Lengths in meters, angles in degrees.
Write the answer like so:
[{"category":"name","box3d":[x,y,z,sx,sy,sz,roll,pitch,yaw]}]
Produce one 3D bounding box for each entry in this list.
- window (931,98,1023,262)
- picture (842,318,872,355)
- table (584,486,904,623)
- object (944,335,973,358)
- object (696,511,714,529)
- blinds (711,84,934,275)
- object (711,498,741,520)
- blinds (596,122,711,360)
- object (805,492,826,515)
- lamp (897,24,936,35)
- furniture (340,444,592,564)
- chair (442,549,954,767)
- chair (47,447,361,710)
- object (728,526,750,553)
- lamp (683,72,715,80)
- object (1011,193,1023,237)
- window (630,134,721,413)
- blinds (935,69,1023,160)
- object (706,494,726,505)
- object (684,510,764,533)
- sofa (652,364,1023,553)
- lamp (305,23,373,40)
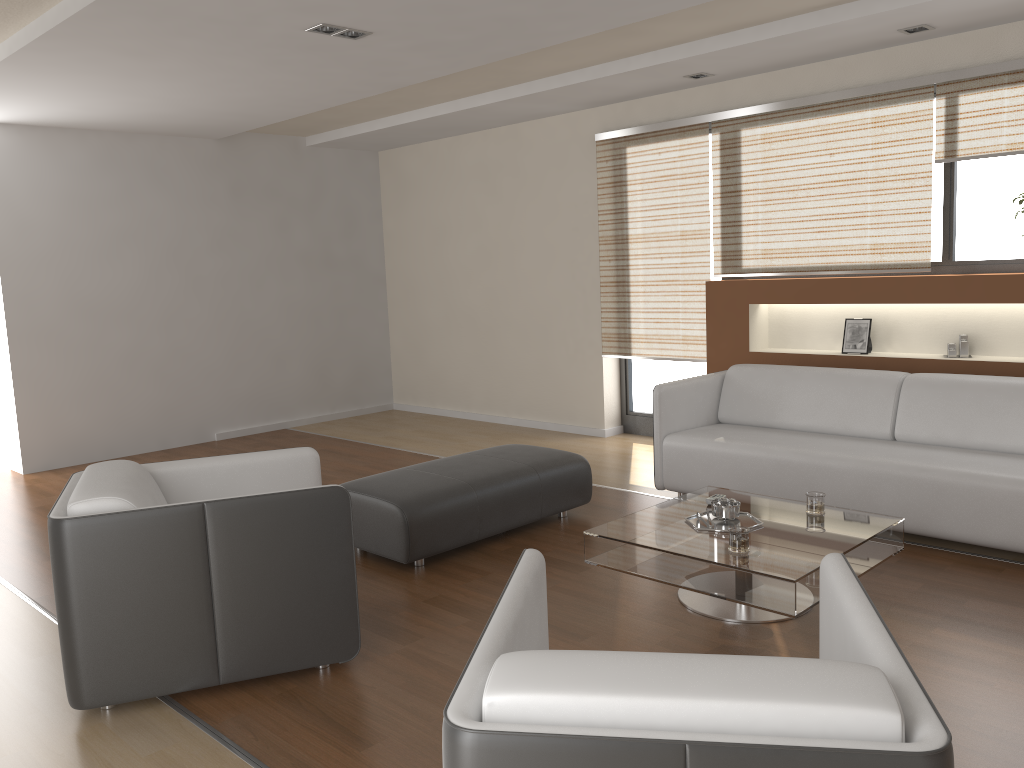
[{"category":"window","box3d":[2.572,-1.194,5.190,2.817,0.986,0.010,5,11,45]},{"category":"picture","box3d":[2.134,-0.296,5.472,0.159,0.216,0.133,4,10,40]},{"category":"table","box3d":[0.926,0.706,3.535,0.900,0.300,0.900,5,11,45]},{"category":"object","box3d":[2.559,-0.221,5.090,0.141,0.131,0.141,1,8,23]},{"category":"object","box3d":[0.778,0.540,3.542,0.051,0.035,0.147,-3,7,-3]},{"category":"blinds","box3d":[1.866,-1.213,5.509,1.432,1.044,0.001,5,11,45]},{"category":"object","box3d":[0.869,0.506,3.604,0.118,0.079,0.117,-8,9,-37]},{"category":"blinds","box3d":[1.010,-0.996,6.411,0.980,1.635,0.001,5,11,45]},{"category":"object","box3d":[1.245,0.489,3.637,0.079,0.077,0.079,3,9,33]},{"category":"lamp","box3d":[2.144,-1.921,4.701,0.146,0.087,0.146,5,11,45]},{"category":"furniture","box3d":[-0.245,0.565,4.601,0.685,0.301,1.291,5,11,45]},{"category":"chair","box3d":[0.342,0.758,1.762,0.767,0.706,0.919,-1,8,10]},{"category":"chair","box3d":[-1.083,0.611,3.179,0.919,0.661,0.767,-5,8,-20]},{"category":"object","box3d":[0.821,0.563,3.208,0.079,0.077,0.079,3,9,33]},{"category":"lamp","box3d":[1.189,-2.005,5.651,0.146,0.087,0.146,5,11,45]},{"category":"object","box3d":[2.788,-0.825,4.679,0.268,0.477,0.342,3,9,35]},{"category":"window","box3d":[1.213,-0.777,6.635,0.889,2.093,0.010,5,11,45]},{"category":"blinds","box3d":[2.875,-1.423,4.453,1.432,0.441,0.001,5,11,45]},{"category":"object","box3d":[0.892,0.498,3.862,0.064,0.029,0.158,1,8,26]},{"category":"object","box3d":[0.847,0.550,3.552,0.315,0.011,0.273,-8,9,-37]},{"category":"sofa","box3d":[1.907,0.302,4.555,2.238,0.661,0.919,5,11,45]},{"category":"lamp","box3d":[-0.832,-1.736,4.264,0.146,0.087,0.291,5,11,45]}]
